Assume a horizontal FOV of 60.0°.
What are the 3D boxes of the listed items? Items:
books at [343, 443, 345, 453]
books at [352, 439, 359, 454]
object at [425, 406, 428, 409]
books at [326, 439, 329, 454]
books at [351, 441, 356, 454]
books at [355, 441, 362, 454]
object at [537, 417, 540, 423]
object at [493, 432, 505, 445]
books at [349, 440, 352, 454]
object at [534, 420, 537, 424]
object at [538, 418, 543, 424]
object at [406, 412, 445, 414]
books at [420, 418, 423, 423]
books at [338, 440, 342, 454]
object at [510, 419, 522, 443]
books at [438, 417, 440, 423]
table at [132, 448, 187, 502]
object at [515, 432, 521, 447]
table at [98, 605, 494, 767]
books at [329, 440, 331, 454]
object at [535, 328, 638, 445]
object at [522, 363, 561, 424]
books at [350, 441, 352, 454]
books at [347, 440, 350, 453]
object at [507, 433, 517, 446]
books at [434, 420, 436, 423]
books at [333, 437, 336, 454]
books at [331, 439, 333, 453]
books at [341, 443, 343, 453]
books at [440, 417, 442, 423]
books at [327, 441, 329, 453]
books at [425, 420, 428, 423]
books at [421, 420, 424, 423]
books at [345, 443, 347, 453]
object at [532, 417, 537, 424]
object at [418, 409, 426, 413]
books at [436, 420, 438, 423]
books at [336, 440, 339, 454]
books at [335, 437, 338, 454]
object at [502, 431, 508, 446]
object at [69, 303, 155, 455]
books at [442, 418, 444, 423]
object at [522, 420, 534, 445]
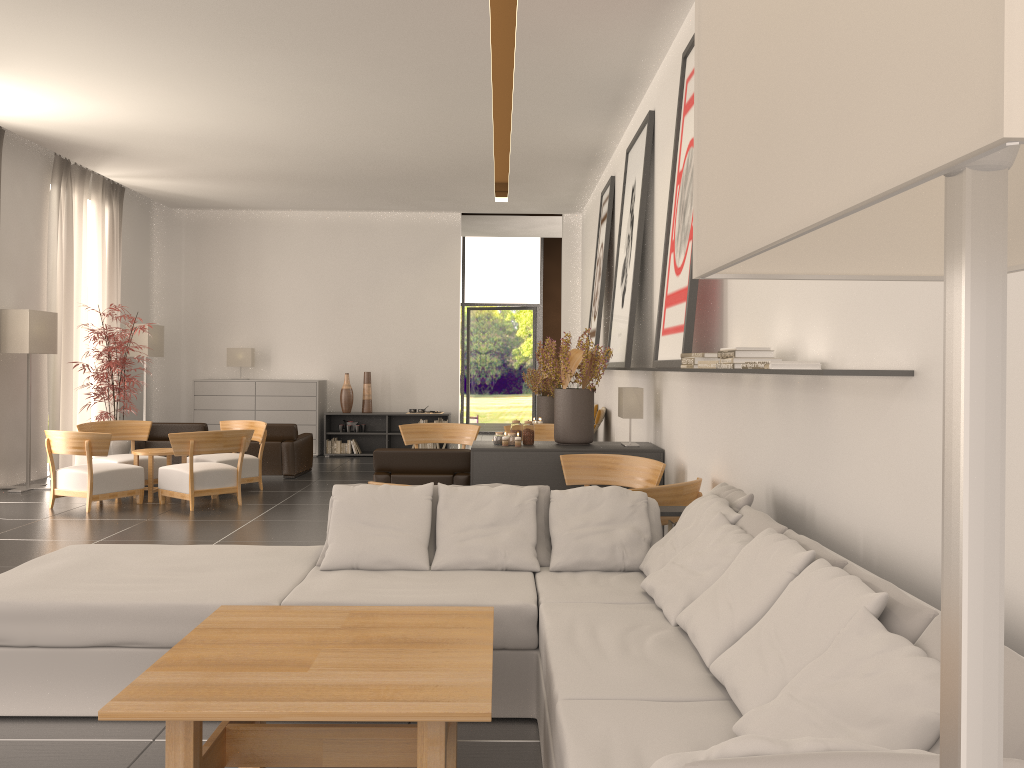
[{"bbox_3d":[-4.163,1.594,22.056,0.054,0.249,0.167,0,0,-1],"label":"books"},{"bbox_3d":[-3.882,1.546,22.026,0.138,0.354,0.236,0,0,-1],"label":"books"},{"bbox_3d":[-2.228,0.626,22.435,0.261,0.152,0.086,0,1,-33],"label":"object"},{"bbox_3d":[-4.575,1.547,22.007,0.022,0.339,0.253,0,0,-1],"label":"books"},{"bbox_3d":[-3.919,1.562,22.017,0.130,0.322,0.252,0,0,-1],"label":"books"},{"bbox_3d":[-3.823,1.577,22.018,0.142,0.290,0.252,0,0,-1],"label":"books"},{"bbox_3d":[0.639,0.898,20.560,0.104,0.254,0.104,0,0,-41],"label":"object"},{"bbox_3d":[-0.166,0.710,11.582,0.157,0.158,0.157,0,1,-28],"label":"object"},{"bbox_3d":[-4.012,1.559,22.015,0.019,0.324,0.254,0,0,-1],"label":"books"},{"bbox_3d":[0.611,0.933,20.423,0.207,0.187,0.111,0,0,-14],"label":"object"},{"bbox_3d":[0.658,0.900,20.436,0.104,0.254,0.104,0,0,-41],"label":"object"},{"bbox_3d":[-2.172,0.726,22.214,0.894,0.003,0.671,1,1,2],"label":"object"},{"bbox_3d":[-2.294,1.039,22.048,0.138,0.354,0.236,0,0,-1],"label":"books"},{"bbox_3d":[-4.273,1.563,22.016,0.054,0.311,0.244,0,0,-1],"label":"books"},{"bbox_3d":[0.054,0.627,11.667,0.157,0.325,0.157,0,0,-9],"label":"object"},{"bbox_3d":[-1.814,1.027,22.056,0.039,0.384,0.232,0,0,-1],"label":"books"},{"bbox_3d":[-5.907,1.515,14.888,0.870,0.803,0.870,1,1,22],"label":"table"},{"bbox_3d":[0.077,0.703,11.292,0.080,0.187,0.080,1,0,9],"label":"object"},{"bbox_3d":[-0.899,1.740,4.415,1.600,0.840,1.600,0,1,-1],"label":"table"},{"bbox_3d":[-4.493,1.560,22.012,0.039,0.313,0.246,0,0,-1],"label":"books"},{"bbox_3d":[1.022,0.022,11.684,1.422,1.554,1.437,1,1,12],"label":"object"},{"bbox_3d":[0.801,0.240,21.043,0.927,1.554,1.586,1,1,28],"label":"object"},{"bbox_3d":[-3.992,1.568,22.022,0.017,0.305,0.239,0,0,-1],"label":"books"},{"bbox_3d":[-4.050,1.556,22.048,0.054,0.329,0.187,0,0,-1],"label":"books"},{"bbox_3d":[-0.006,0.714,11.473,0.157,0.158,0.157,0,1,-28],"label":"object"},{"bbox_3d":[-1.903,1.063,22.049,0.054,0.311,0.244,0,0,-1],"label":"books"},{"bbox_3d":[-4.417,1.524,22.026,0.029,0.385,0.219,0,0,-1],"label":"books"},{"bbox_3d":[-4.453,1.538,22.031,0.039,0.358,0.210,0,0,-1],"label":"books"},{"bbox_3d":[-4.218,1.594,22.055,0.054,0.249,0.167,0,0,-1],"label":"books"},{"bbox_3d":[-1.760,1.026,22.063,0.029,0.385,0.219,0,0,-1],"label":"books"},{"bbox_3d":[-4.539,1.563,22.021,0.048,0.305,0.226,0,0,-1],"label":"books"},{"bbox_3d":[-2.127,1.051,22.074,0.054,0.329,0.187,0,0,-1],"label":"books"},{"bbox_3d":[-2.257,1.055,22.040,0.130,0.322,0.252,0,0,-1],"label":"books"},{"bbox_3d":[-4.107,1.595,22.057,0.054,0.249,0.167,0,0,-1],"label":"books"},{"bbox_3d":[0.516,0.897,20.532,0.108,0.254,0.108,0,0,-36],"label":"object"},{"bbox_3d":[-2.276,0.678,22.403,0.188,0.082,0.188,1,1,13],"label":"object"},{"bbox_3d":[-1.855,1.059,22.054,0.039,0.318,0.236,0,0,-1],"label":"books"},{"bbox_3d":[-4.322,1.559,22.019,0.039,0.318,0.236,0,0,-1],"label":"books"},{"bbox_3d":[-4.362,1.526,22.021,0.039,0.384,0.232,0,0,-1],"label":"books"},{"bbox_3d":[-0.085,0.700,11.366,0.076,0.187,0.076,1,0,16],"label":"object"},{"bbox_3d":[-7.627,0.170,16.863,1.489,3.398,1.771,0,0,-16],"label":"object"},{"bbox_3d":[-1.724,1.040,22.068,0.039,0.358,0.210,0,0,-1],"label":"books"},{"bbox_3d":[0.214,0.630,11.558,0.157,0.325,0.157,1,0,36],"label":"object"}]
